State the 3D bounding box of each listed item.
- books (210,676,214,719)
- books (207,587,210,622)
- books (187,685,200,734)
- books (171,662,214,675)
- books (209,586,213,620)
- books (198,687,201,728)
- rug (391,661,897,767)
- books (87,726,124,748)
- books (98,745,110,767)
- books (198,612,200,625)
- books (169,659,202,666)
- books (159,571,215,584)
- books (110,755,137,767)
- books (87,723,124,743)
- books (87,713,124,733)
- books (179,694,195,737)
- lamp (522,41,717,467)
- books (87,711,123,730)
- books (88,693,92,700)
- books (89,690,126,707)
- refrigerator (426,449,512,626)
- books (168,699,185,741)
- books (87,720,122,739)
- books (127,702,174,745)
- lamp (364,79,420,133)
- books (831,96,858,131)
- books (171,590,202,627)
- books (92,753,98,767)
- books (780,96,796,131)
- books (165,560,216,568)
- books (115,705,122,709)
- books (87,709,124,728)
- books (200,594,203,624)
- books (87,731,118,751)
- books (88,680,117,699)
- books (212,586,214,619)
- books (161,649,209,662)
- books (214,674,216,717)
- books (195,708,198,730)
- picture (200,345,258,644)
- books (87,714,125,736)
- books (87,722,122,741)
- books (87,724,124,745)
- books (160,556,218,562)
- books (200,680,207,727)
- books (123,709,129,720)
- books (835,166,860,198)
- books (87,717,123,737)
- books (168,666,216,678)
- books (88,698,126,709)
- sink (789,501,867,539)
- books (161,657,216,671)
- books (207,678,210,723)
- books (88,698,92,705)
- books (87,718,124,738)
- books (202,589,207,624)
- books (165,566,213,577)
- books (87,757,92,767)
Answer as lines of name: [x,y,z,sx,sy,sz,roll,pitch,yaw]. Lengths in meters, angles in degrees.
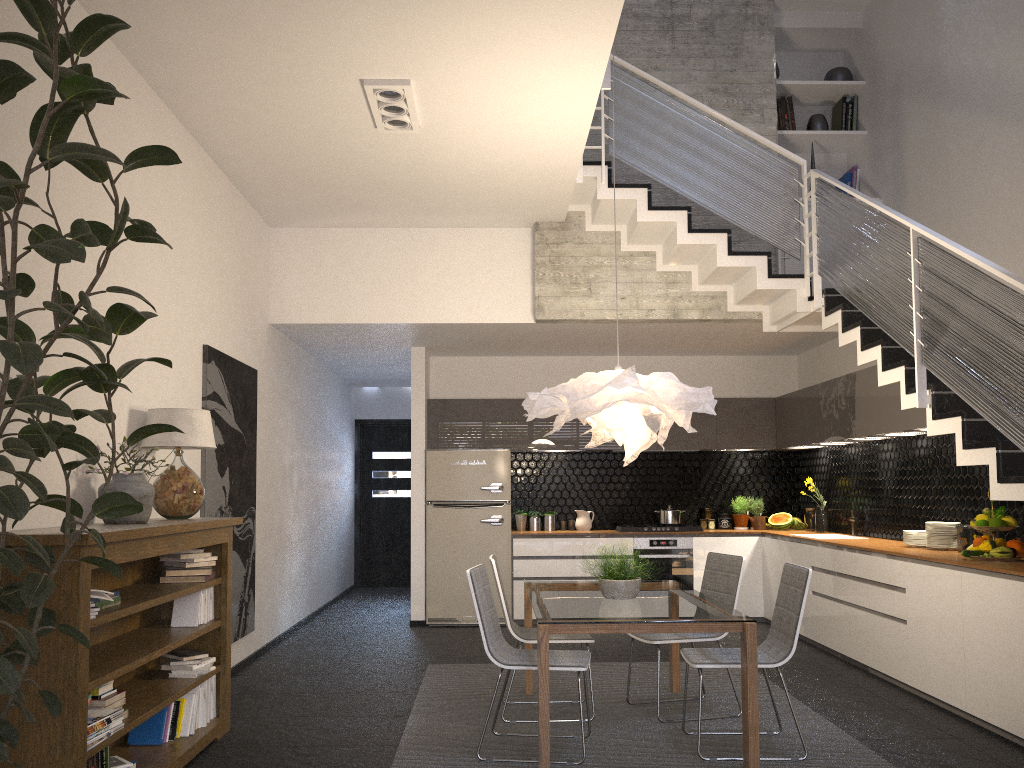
books: [-1.704,1.690,4.793,0.175,0.242,0.024,0,-4,-1]
books: [-1.705,1.190,4.790,0.135,0.188,0.015,0,-4,-1]
books: [-1.696,1.660,4.518,0.174,0.234,0.101,0,-4,-1]
books: [-1.665,1.480,4.622,0.174,0.019,0.245,1,-7,-11]
books: [-1.708,1.197,4.844,0.136,0.188,0.018,0,-4,-1]
books: [-1.699,1.688,4.615,0.155,0.204,0.020,0,-4,-1]
rug: [0.597,1.890,4.858,2.371,0.006,3.703,0,-7,-1]
books: [-1.662,1.349,3.379,0.218,0.007,0.306,-1,-7,3]
books: [-1.745,1.552,3.623,0.167,0.240,0.104,0,-4,-1]
books: [-1.720,1.178,4.687,0.136,0.188,0.018,0,-4,-1]
books: [-1.700,1.433,4.609,0.155,0.022,0.206,2,-7,-21]
books: [-1.722,1.027,4.712,0.230,0.034,0.287,1,-7,-9]
books: [-1.739,1.665,3.805,0.259,0.050,0.271,-7,-9,43]
books: [-1.661,1.334,3.380,0.218,0.013,0.306,-1,-7,3]
books: [-1.666,1.300,3.391,0.218,0.008,0.306,-1,-7,2]
books: [-1.696,1.675,4.477,0.155,0.193,0.105,0,-4,-1]
lamp: [0.579,-2.130,5.119,1.118,5.192,1.065,-1,-4,10]
books: [-1.670,1.292,3.392,0.218,0.008,0.306,-1,-7,3]
books: [-1.753,1.232,3.415,0.192,0.014,0.256,1,-7,-13]
books: [-1.747,1.300,3.660,0.225,0.029,0.180,-1,-7,2]
refrigerator: [-0.427,1.523,8.868,0.829,1.705,0.772,0,-4,-1]
books: [-1.728,1.678,4.427,0.146,0.182,0.147,-1,-5,2]
books: [-1.668,1.323,3.381,0.218,0.008,0.289,-1,-7,5]
books: [-1.773,1.646,4.358,0.171,0.226,0.165,0,-5,-1]
lamp: [-0.687,-1.617,5.137,0.253,0.066,0.648,0,-7,-1]
books: [2.988,-2.352,7.967,0.160,0.380,0.267,0,-5,-1]
books: [-1.702,1.174,4.631,0.135,0.181,0.078,0,-4,-1]
books: [-1.755,1.544,3.552,0.171,0.240,0.085,0,-4,-1]
books: [2.455,-2.349,7.974,0.134,0.381,0.273,0,-5,-1]
books: [-1.737,0.967,4.778,0.225,0.029,0.179,-6,-9,40]
books: [-1.747,1.348,3.641,0.227,0.023,0.167,0,-7,-3]
books: [-1.669,1.284,3.394,0.218,0.013,0.306,-1,-7,3]
books: [-1.705,1.195,4.707,0.120,0.158,0.016,0,-4,-1]
books: [-1.662,1.357,3.380,0.218,0.008,0.306,0,-7,-2]
books: [-1.764,1.251,3.657,0.216,0.069,0.158,-1,-6,8]
books: [-1.707,1.200,4.869,0.135,0.189,0.031,0,-4,-1]
books: [-1.704,1.412,4.616,0.221,0.023,0.148,-6,-9,40]
books: [-1.702,1.694,4.825,0.174,0.243,0.040,0,-4,-1]
books: [-1.719,1.666,4.590,0.175,0.242,0.024,0,-4,-1]
picture: [-2.000,0.825,6.300,0.033,2.020,1.238,0,-5,-1]
books: [-1.663,1.307,3.390,0.218,0.008,0.306,-1,-7,2]
books: [-1.668,1.329,3.381,0.218,0.008,0.289,-1,-7,5]
books: [-1.662,1.342,3.381,0.218,0.008,0.306,-1,-7,3]
books: [-1.745,0.942,4.777,0.244,0.019,0.175,-3,-7,24]
books: [-1.689,1.672,4.639,0.175,0.242,0.024,0,-4,-1]
books: [-1.739,1.377,3.646,0.243,0.034,0.180,0,-7,1]
books: [3.001,-1.722,7.945,0.146,0.381,0.273,0,-5,-1]
books: [-1.665,1.313,3.387,0.218,0.008,0.289,-1,-7,3]
books: [-1.666,1.499,4.615,0.155,0.020,0.206,-1,-7,9]
books: [-1.756,1.326,3.654,0.243,0.023,0.176,-1,-7,6]
sink: [2.802,1.261,7.806,0.489,0.447,0.727,0,-6,-1]
books: [-1.687,1.458,4.622,0.175,0.023,0.244,-1,-7,9]
books: [-1.700,1.681,4.723,0.174,0.243,0.019,0,-4,-1]
books: [-1.736,1.250,3.408,0.175,0.023,0.250,2,-7,-16]
books: [-1.669,1.319,3.390,0.218,0.006,0.306,-1,-7,3]
books: [-1.697,1.183,4.725,0.136,0.188,0.018,0,-4,-1]
books: [-0.138,-2.103,6.876,0.361,6.682,5.406,-3,-6,39]
books: [-1.754,1.545,3.491,0.171,0.224,0.083,0,-4,-1]
